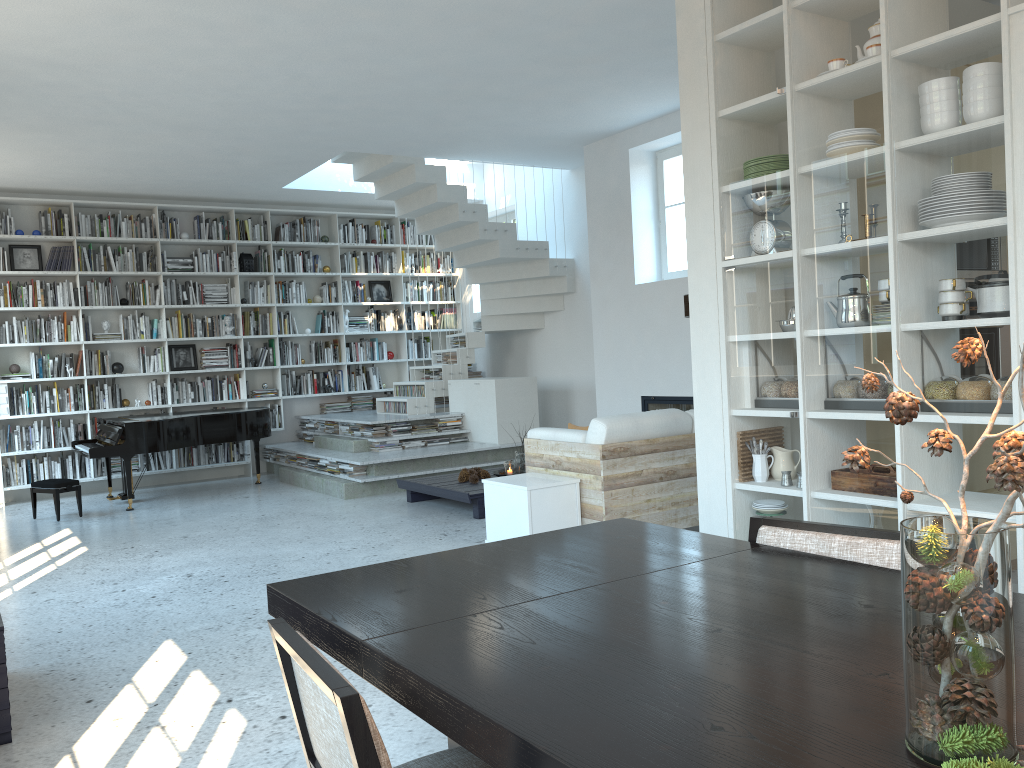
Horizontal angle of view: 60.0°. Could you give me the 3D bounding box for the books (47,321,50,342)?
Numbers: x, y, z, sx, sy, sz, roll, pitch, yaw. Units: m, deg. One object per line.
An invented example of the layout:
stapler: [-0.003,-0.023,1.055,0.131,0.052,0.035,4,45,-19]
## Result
books: [-4.908,-0.545,9.379,0.013,0.228,0.151,-5,3,-33]

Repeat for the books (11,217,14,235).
books: [-5.181,-1.616,9.192,0.014,0.202,0.170,-5,3,-33]

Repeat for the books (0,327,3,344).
books: [-5.262,-0.495,9.130,0.037,0.182,0.189,-5,3,-33]

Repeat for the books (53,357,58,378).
books: [-4.856,-0.174,9.422,0.056,0.214,0.142,-5,3,-33]

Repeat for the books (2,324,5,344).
books: [-5.252,-0.509,9.158,0.042,0.209,0.143,-5,3,-33]

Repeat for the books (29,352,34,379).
books: [-5.037,-0.195,9.290,0.012,0.285,0.159,-5,3,-33]

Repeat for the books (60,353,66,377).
books: [-4.789,-0.199,9.448,0.060,0.255,0.158,-5,3,-33]

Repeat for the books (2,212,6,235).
books: [-5.241,-1.637,9.155,0.013,0.253,0.129,-5,3,-33]

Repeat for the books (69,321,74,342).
books: [-4.719,-0.557,9.499,0.031,0.223,0.144,-5,3,-33]

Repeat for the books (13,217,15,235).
books: [-5.176,-1.621,9.207,0.013,0.210,0.136,-5,3,-33]

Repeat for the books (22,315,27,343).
books: [-5.085,-0.564,9.253,0.011,0.293,0.183,-5,3,-33]

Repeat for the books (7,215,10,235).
books: [-5.206,-1.619,9.158,0.021,0.214,0.173,-5,3,-33]

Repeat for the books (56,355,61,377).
books: [-4.828,-0.190,9.440,0.013,0.242,0.141,-5,3,-33]

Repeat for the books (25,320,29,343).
books: [-5.066,-0.542,9.256,0.021,0.247,0.189,-5,3,-33]

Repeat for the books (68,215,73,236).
books: [-4.737,-1.675,9.490,0.039,0.252,0.146,-5,3,-33]

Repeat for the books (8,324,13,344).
books: [-5.190,-0.511,9.167,0.028,0.204,0.188,-5,3,-33]

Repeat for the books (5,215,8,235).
books: [-5.224,-1.621,9.155,0.013,0.220,0.181,-5,3,-33]

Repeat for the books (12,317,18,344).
books: [-5.165,-0.552,9.209,0.023,0.281,0.174,-5,3,-33]

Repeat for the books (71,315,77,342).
books: [-4.699,-0.590,9.518,0.027,0.286,0.148,-5,3,-33]

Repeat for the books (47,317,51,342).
books: [-4.896,-0.568,9.381,0.012,0.272,0.145,-5,3,-33]

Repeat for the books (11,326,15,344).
books: [-5.193,-0.504,9.217,0.021,0.188,0.129,-5,3,-33]

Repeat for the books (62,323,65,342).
books: [-4.790,-0.541,9.449,0.013,0.203,0.161,-5,3,-33]

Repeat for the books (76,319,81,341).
books: [-4.672,-0.577,9.536,0.036,0.258,0.123,-5,3,-33]

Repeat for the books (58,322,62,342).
books: [-4.822,-0.548,9.440,0.021,0.221,0.148,-5,3,-33]

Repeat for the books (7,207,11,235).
books: [-5.208,-1.664,9.181,0.007,0.301,0.145,-5,3,-33]

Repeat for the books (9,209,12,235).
books: [-5.205,-1.661,9.197,0.015,0.293,0.130,-5,3,-33]

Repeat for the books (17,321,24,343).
books: [-5.133,-0.536,9.248,0.049,0.243,0.139,-5,3,-33]

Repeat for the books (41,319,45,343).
books: [-4.952,-0.556,9.353,0.021,0.257,0.156,-5,3,-33]

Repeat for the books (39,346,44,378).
books: [-4.964,-0.226,9.350,0.011,0.336,0.153,-5,3,-33]

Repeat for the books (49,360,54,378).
books: [-4.873,-0.159,9.372,0.029,0.190,0.189,-5,3,-33]

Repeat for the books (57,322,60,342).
books: [-4.833,-0.545,9.428,0.012,0.217,0.160,-5,3,-33]

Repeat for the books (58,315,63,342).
books: [-4.812,-0.585,9.452,0.015,0.293,0.144,-5,3,-33]

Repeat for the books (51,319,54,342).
books: [-4.883,-0.559,9.402,0.011,0.252,0.139,-5,3,-33]

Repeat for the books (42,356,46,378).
books: [-4.948,-0.176,9.368,0.030,0.231,0.148,-5,3,-33]

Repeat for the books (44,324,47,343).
books: [-4.934,-0.531,9.366,0.021,0.205,0.130,-5,3,-33]

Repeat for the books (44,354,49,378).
books: [-4.922,-0.186,9.377,0.022,0.249,0.129,-5,3,-33]

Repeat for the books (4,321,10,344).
books: [-5.217,-0.525,9.161,0.022,0.236,0.177,-5,3,-33]

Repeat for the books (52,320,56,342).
books: [-4.871,-0.555,9.421,0.028,0.242,0.131,-5,3,-33]

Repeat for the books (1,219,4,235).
books: [-5.252,-1.601,9.141,0.026,0.182,0.161,-5,3,-33]

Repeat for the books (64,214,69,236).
books: [-4.760,-1.674,9.458,0.031,0.254,0.178,-5,3,-33]

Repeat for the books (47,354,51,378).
books: [-4.898,-0.188,9.370,0.011,0.250,0.172,-5,3,-33]

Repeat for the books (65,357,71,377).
books: [-4.746,-0.178,9.467,0.030,0.208,0.172,-5,3,-33]

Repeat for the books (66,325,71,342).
books: [-4.743,-0.535,9.484,0.030,0.183,0.151,-5,3,-33]

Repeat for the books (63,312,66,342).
books: [-4.773,-0.604,9.460,0.035,0.326,0.170,-5,3,-33]

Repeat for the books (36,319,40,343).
books: [-4.996,-0.553,9.334,0.047,0.256,0.141,-5,3,-33]

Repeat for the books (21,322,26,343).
books: [-5.095,-0.531,9.249,0.014,0.230,0.148,-5,3,-33]

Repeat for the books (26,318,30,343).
books: [-5.063,-0.555,9.279,0.011,0.271,0.157,-5,3,-33]

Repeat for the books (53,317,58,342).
books: [-4.839,-0.573,9.408,0.015,0.275,0.157,-5,3,-33]

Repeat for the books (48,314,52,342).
books: [-4.896,-0.584,9.400,0.011,0.304,0.130,-5,3,-33]

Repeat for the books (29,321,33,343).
books: [-5.039,-0.539,9.275,0.024,0.237,0.167,-5,3,-33]

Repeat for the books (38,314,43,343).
books: [-4.962,-0.576,9.334,0.013,0.300,0.151,-5,3,-33]

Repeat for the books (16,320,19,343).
books: [-5.145,-0.536,9.212,0.011,0.246,0.176,-5,3,-33]

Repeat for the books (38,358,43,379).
books: [-4.959,-0.162,9.314,0.029,0.208,0.189,-5,3,-33]

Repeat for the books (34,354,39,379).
books: [-5.002,-0.183,9.321,0.031,0.255,0.143,-5,3,-33]

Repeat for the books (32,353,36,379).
books: [-5.022,-0.190,9.299,0.024,0.273,0.150,-5,3,-33]

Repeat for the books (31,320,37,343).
books: [-5.015,-0.544,9.300,0.023,0.242,0.184,-5,3,-33]

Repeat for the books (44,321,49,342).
books: [-4.912,-0.545,9.362,0.013,0.229,0.177,-5,3,-33]

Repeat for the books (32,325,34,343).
books: [-5.038,-0.524,9.308,0.010,0.204,0.139,-5,3,-33]

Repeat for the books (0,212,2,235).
books: [-5.262,-1.648,9.113,0.015,0.280,0.190,-5,3,-33]
